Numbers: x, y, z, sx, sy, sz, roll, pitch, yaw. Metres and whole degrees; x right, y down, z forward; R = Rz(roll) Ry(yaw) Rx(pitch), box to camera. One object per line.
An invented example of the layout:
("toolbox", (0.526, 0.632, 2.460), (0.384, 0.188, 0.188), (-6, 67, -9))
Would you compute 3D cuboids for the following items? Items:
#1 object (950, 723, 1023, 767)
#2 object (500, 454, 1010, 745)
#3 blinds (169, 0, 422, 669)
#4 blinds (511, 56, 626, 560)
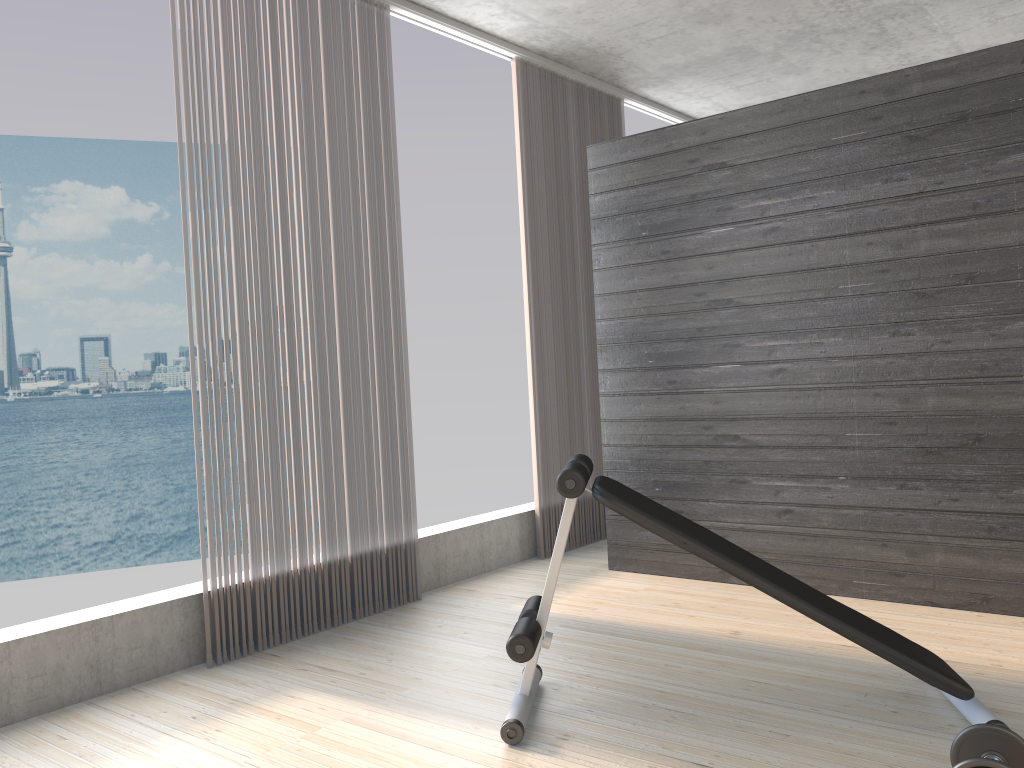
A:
("object", (1.033, 0.855, 1.909), (0.176, 0.176, 0.385), (-3, 1, 30))
("object", (0.633, 0.578, 2.571), (1.312, 0.746, 0.505), (-3, 1, 8))
("blinds", (-0.848, -0.353, 3.676), (0.069, 2.744, 1.133), (-3, 1, 39))
("blinds", (0.424, -0.437, 5.261), (0.069, 2.744, 1.133), (-3, 1, 39))
